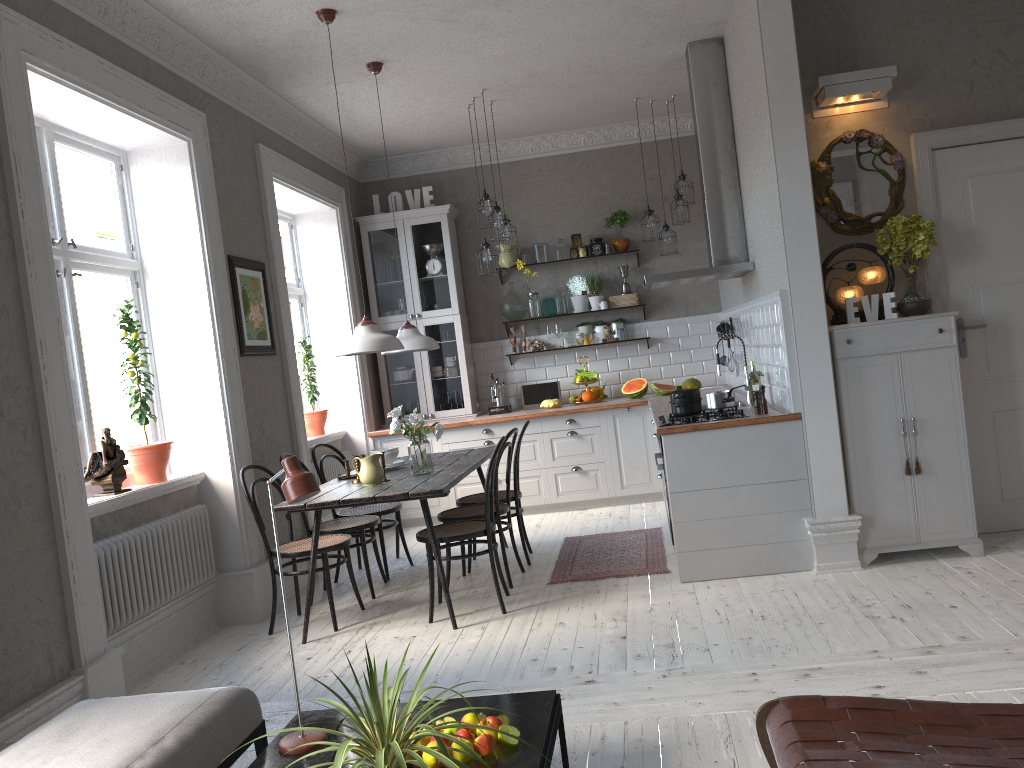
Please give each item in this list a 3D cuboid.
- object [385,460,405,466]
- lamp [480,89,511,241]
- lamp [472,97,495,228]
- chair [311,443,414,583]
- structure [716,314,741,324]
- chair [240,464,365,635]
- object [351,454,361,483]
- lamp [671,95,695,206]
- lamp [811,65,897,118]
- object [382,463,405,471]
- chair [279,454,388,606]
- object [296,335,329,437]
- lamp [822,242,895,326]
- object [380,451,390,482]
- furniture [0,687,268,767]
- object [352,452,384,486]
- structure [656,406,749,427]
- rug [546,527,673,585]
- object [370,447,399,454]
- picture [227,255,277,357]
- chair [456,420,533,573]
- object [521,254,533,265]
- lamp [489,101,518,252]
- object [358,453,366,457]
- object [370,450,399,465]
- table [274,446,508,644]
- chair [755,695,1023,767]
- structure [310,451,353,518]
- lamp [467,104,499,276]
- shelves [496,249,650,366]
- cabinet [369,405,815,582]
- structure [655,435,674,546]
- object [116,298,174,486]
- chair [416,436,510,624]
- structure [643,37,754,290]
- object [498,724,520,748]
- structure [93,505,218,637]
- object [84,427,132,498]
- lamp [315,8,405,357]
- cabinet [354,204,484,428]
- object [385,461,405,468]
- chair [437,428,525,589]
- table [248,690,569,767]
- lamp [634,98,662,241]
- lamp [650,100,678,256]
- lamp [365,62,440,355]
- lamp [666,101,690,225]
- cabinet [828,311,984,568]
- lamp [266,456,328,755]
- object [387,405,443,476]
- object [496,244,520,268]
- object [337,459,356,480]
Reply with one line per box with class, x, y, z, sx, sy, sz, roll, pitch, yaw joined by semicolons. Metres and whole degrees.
object;-0.794;0.512;5.597;0.233;0.027;0.242;-6;2;30
lamp;-0.190;-1.919;6.468;0.150;1.735;0.144;-8;2;-36
lamp;-0.279;-2.044;6.632;0.147;1.735;0.146;-7;2;-6
chair;-1.011;0.834;5.967;0.542;0.921;0.443;-6;2;19
structure;1.704;-0.499;6.994;0.094;0.053;1.090;-7;2;8
chair;-1.166;0.881;4.932;0.544;0.921;0.442;-7;2;14
object;-0.893;0.481;5.134;0.097;0.172;0.095;-7;2;-12
lamp;1.315;-2.329;7.219;0.149;1.735;0.144;-8;2;-21
lamp;1.896;-1.618;4.913;0.414;0.171;0.220;-7;2;6
object;-0.792;0.529;5.598;0.233;0.027;0.241;-6;2;25
chair;-1.094;0.857;5.485;0.548;0.921;0.439;-7;2;4
object;-1.639;0.015;7.170;0.255;0.813;0.265;-6;2;34
lamp;1.916;-0.503;4.912;0.445;0.558;0.173;-7;2;14
object;-0.726;0.466;5.009;0.058;0.167;0.060;-6;2;20
furniture;-1.093;1.160;2.343;0.581;0.476;0.831;-7;2;7
object;-0.792;0.475;4.932;0.152;0.170;0.133;-8;2;-32
structure;1.092;0.180;5.157;0.494;0.031;0.608;-7;2;7
rug;0.645;1.091;5.731;0.733;0.014;1.295;-7;2;8
object;-0.802;0.456;5.595;0.180;0.094;0.179;-7;2;-2
picture;-1.636;-0.483;5.610;0.020;0.620;0.523;-7;2;8
chair;-0.099;0.726;5.836;0.548;0.921;0.439;-7;2;4
object;0.139;-1.133;8.113;0.103;0.111;0.104;-7;2;7
lamp;-0.130;-1.884;6.781;0.147;1.735;0.146;-7;2;-6
object;-0.843;0.477;5.056;0.061;0.172;0.063;-6;2;28
object;-0.799;0.476;5.596;0.180;0.094;0.179;-7;2;-2
table;-0.610;0.894;5.419;0.900;0.735;1.928;-7;2;8
chair;1.088;0.787;1.982;1.012;0.721;0.509;-7;2;6
structure;-1.467;0.802;6.939;0.148;0.428;1.227;-7;2;6
lamp;-0.282;-1.706;6.807;0.149;1.735;0.144;-8;2;-26
shelves;0.564;-0.670;8.090;1.311;0.923;0.229;-7;2;6
cabinet;0.737;0.629;6.669;2.029;0.854;4.109;-8;2;-37
structure;1.161;0.538;5.162;0.615;0.623;0.625;-7;2;7
object;-1.977;0.035;4.695;0.276;0.991;0.264;-9;3;-44
chair;-0.252;0.772;4.825;0.548;0.921;0.439;-7;2;4
structure;1.179;-1.511;6.129;0.709;1.596;0.715;-7;2;7
object;-0.010;0.947;2.383;0.058;0.053;0.060;-7;2;13
structure;-1.812;0.913;4.418;0.148;0.428;1.227;-7;2;6
object;-1.988;0.380;4.316;0.119;0.329;0.238;-7;2;9
lamp;-0.890;-1.087;4.809;0.371;1.859;0.387;-5;3;44
cabinet;-0.832;-0.592;8.087;0.876;1.921;0.389;-7;2;6
object;-0.793;0.520;5.598;0.241;0.027;0.233;-8;2;-25
chair;-0.183;0.749;5.357;0.544;0.921;0.442;-7;2;14
table;-0.341;1.172;2.145;0.845;0.303;1.316;-7;2;7
lamp;1.036;-2.034;7.188;0.143;1.735;0.150;-6;2;39
lamp;1.196;-1.934;7.313;0.149;1.735;0.144;-8;2;-21
lamp;-0.767;-1.127;5.698;0.375;1.859;0.383;-7;2;14
lamp;1.313;-2.205;7.397;0.150;1.735;0.143;-9;2;-41
cabinet;2.097;0.294;4.833;0.663;1.297;0.385;-7;2;6
lamp;-0.614;0.623;2.512;0.246;0.839;0.141;-5;2;42
object;-0.544;0.316;5.107;0.311;0.414;0.252;-7;2;5
object;-0.032;-1.165;8.070;0.188;0.216;0.175;-6;2;21
object;-1.002;0.517;5.388;0.140;0.112;0.138;-7;2;-11
